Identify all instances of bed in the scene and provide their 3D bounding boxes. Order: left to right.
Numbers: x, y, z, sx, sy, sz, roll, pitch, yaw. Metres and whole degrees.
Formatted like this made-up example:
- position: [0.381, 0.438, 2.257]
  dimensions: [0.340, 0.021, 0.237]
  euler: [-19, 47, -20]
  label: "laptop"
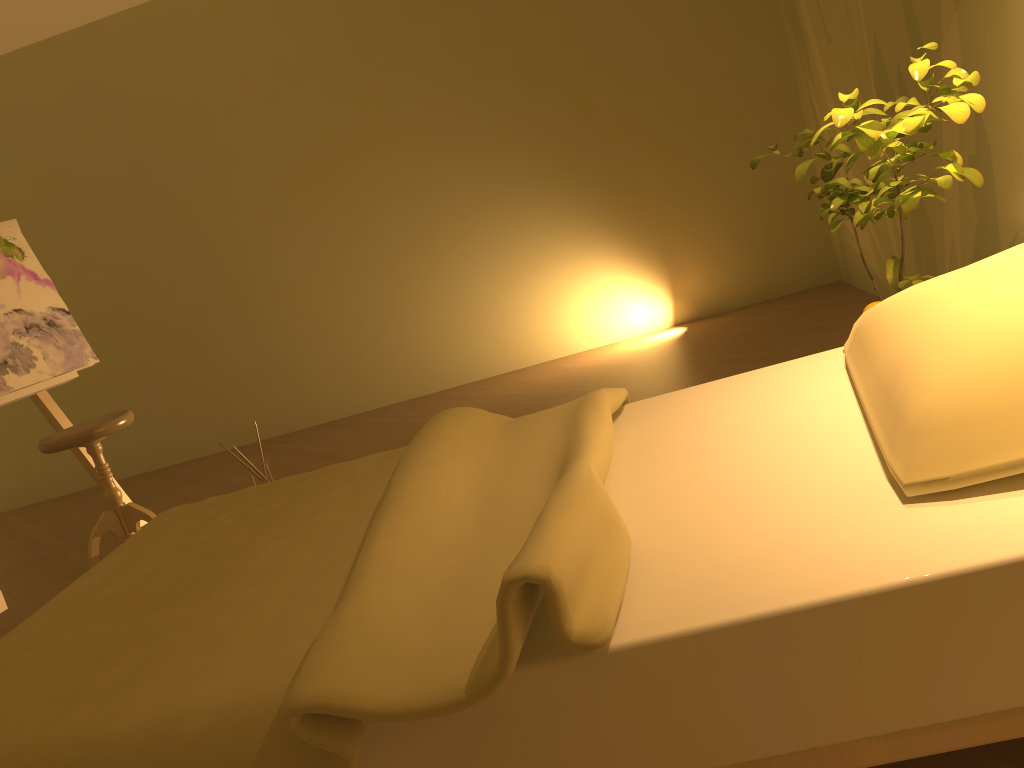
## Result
- position: [0.132, 0.118, 1.512]
  dimensions: [2.378, 0.894, 1.286]
  euler: [-15, 11, 8]
  label: "bed"

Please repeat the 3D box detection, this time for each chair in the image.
- position: [-1.543, 0.415, 3.431]
  dimensions: [0.364, 0.551, 0.348]
  euler: [-13, 12, 20]
  label: "chair"

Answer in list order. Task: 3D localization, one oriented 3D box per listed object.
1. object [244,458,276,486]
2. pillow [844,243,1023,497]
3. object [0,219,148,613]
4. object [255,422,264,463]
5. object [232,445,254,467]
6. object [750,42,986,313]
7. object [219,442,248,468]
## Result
- position: [-1.058, 0.406, 3.763]
  dimensions: [0.106, 0.157, 0.106]
  euler: [-21, 12, -19]
  label: "object"
- position: [0.790, -0.076, 1.396]
  dimensions: [0.482, 0.213, 0.801]
  euler: [-13, 12, 18]
  label: "pillow"
- position: [-2.349, -0.004, 3.492]
  dimensions: [1.132, 1.896, 0.972]
  euler: [-19, 11, -9]
  label: "object"
- position: [-1.068, 0.316, 3.791]
  dimensions: [0.010, 0.319, 0.069]
  euler: [-9, 14, 35]
  label: "object"
- position: [-1.076, 0.354, 3.715]
  dimensions: [0.010, 0.278, 0.172]
  euler: [-13, 12, 21]
  label: "object"
- position: [0.885, -0.280, 2.177]
  dimensions: [0.372, 0.944, 0.828]
  euler: [-17, 11, 2]
  label: "object"
- position: [-1.114, 0.356, 3.748]
  dimensions: [0.159, 0.286, 0.010]
  euler: [-16, 11, 4]
  label: "object"
